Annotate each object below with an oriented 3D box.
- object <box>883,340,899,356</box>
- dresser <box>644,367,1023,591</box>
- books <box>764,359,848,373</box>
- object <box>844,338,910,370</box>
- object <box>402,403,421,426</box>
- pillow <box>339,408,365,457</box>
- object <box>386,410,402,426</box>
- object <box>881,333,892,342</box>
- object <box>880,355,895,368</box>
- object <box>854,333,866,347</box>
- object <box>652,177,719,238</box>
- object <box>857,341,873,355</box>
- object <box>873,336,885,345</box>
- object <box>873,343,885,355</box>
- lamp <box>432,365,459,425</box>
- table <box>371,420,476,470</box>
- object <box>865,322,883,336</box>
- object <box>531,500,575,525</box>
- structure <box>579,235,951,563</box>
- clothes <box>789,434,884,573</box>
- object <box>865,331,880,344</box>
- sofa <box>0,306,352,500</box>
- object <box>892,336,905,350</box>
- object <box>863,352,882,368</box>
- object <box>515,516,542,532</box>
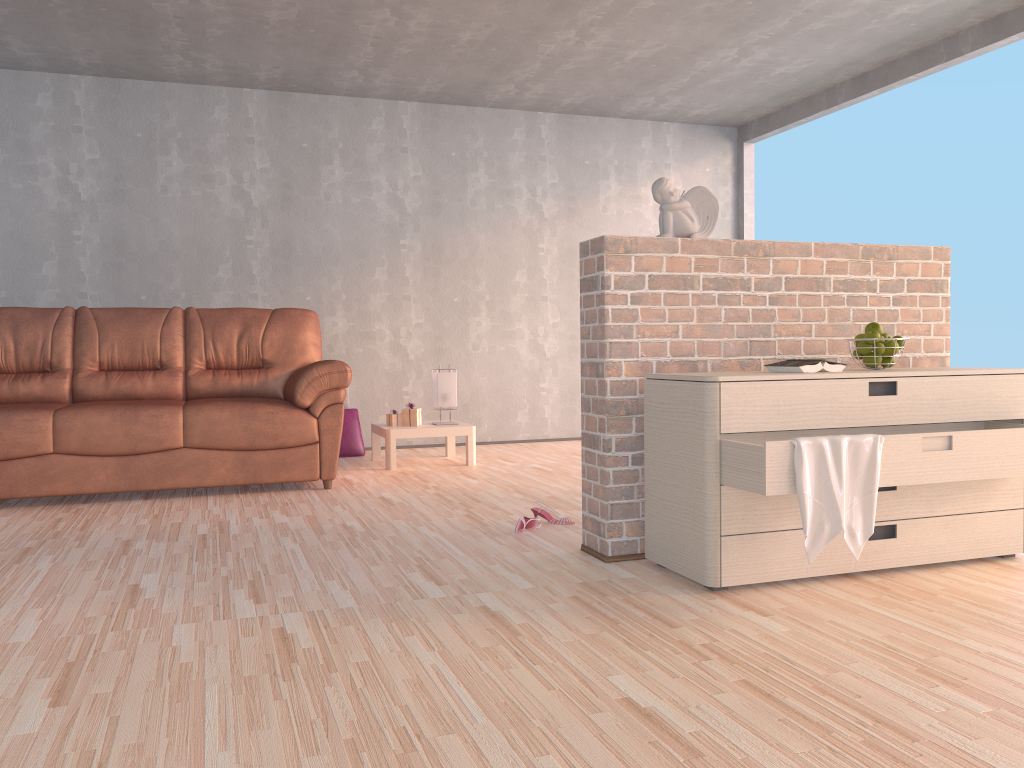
[{"bbox_3d":[1.229,-0.117,2.887,0.057,0.057,0.057,0,2,14],"label":"object"},{"bbox_3d":[1.320,0.262,2.829,1.686,0.612,0.605,-1,2,-19],"label":"dresser"},{"bbox_3d":[0.917,-0.057,2.770,0.209,0.040,0.146,-2,2,-29],"label":"books"},{"bbox_3d":[1.205,-0.099,2.932,0.202,0.104,0.202,-2,2,-25],"label":"object"},{"bbox_3d":[-0.615,0.184,5.435,0.099,0.147,0.102,0,2,10],"label":"object"},{"bbox_3d":[-1.167,0.331,5.942,0.327,0.326,0.241,-2,2,-25],"label":"pillow"},{"bbox_3d":[-0.702,0.207,5.481,0.080,0.105,0.152,1,3,40],"label":"object"},{"bbox_3d":[1.236,-0.148,2.942,0.043,0.043,0.039,-2,3,-33],"label":"object"},{"bbox_3d":[1.237,-0.077,2.926,0.046,0.048,0.048,-2,2,-30],"label":"object"},{"bbox_3d":[1.161,-0.141,2.944,0.049,0.053,0.054,0,2,12],"label":"object"},{"bbox_3d":[0.580,-0.595,3.033,0.216,0.218,0.131,-2,2,-20],"label":"object"},{"bbox_3d":[1.155,-0.118,2.901,0.046,0.044,0.046,-2,2,-23],"label":"object"},{"bbox_3d":[1.200,-0.140,2.905,0.039,0.038,0.039,0,2,10],"label":"object"},{"bbox_3d":[1.190,-0.114,2.875,0.038,0.040,0.039,-1,2,-10],"label":"object"},{"bbox_3d":[-0.419,0.067,5.532,0.140,0.376,0.140,-1,2,-19],"label":"lamp"},{"bbox_3d":[-0.561,0.373,5.535,0.548,0.241,0.548,-1,2,-19],"label":"table"},{"bbox_3d":[1.196,-0.177,2.933,0.054,0.056,0.054,-1,2,-19],"label":"object"},{"bbox_3d":[0.162,0.516,3.558,0.188,0.085,0.069,0,2,20],"label":"object"},{"bbox_3d":[0.935,0.031,3.180,1.422,1.057,0.211,-1,2,-19],"label":"structure"},{"bbox_3d":[0.866,0.320,2.370,0.325,0.369,0.097,-1,2,-18],"label":"clothes"},{"bbox_3d":[1.171,-0.151,2.879,0.046,0.045,0.046,-2,2,-19],"label":"object"},{"bbox_3d":[-1.991,0.040,4.585,2.202,0.923,0.981,-1,2,-19],"label":"sofa"},{"bbox_3d":[1.264,-0.135,2.911,0.047,0.047,0.046,0,2,19],"label":"object"},{"bbox_3d":[1.184,-0.081,2.913,0.060,0.055,0.059,0,2,26],"label":"object"},{"bbox_3d":[0.061,0.533,3.407,0.078,0.066,0.192,0,2,17],"label":"object"}]
